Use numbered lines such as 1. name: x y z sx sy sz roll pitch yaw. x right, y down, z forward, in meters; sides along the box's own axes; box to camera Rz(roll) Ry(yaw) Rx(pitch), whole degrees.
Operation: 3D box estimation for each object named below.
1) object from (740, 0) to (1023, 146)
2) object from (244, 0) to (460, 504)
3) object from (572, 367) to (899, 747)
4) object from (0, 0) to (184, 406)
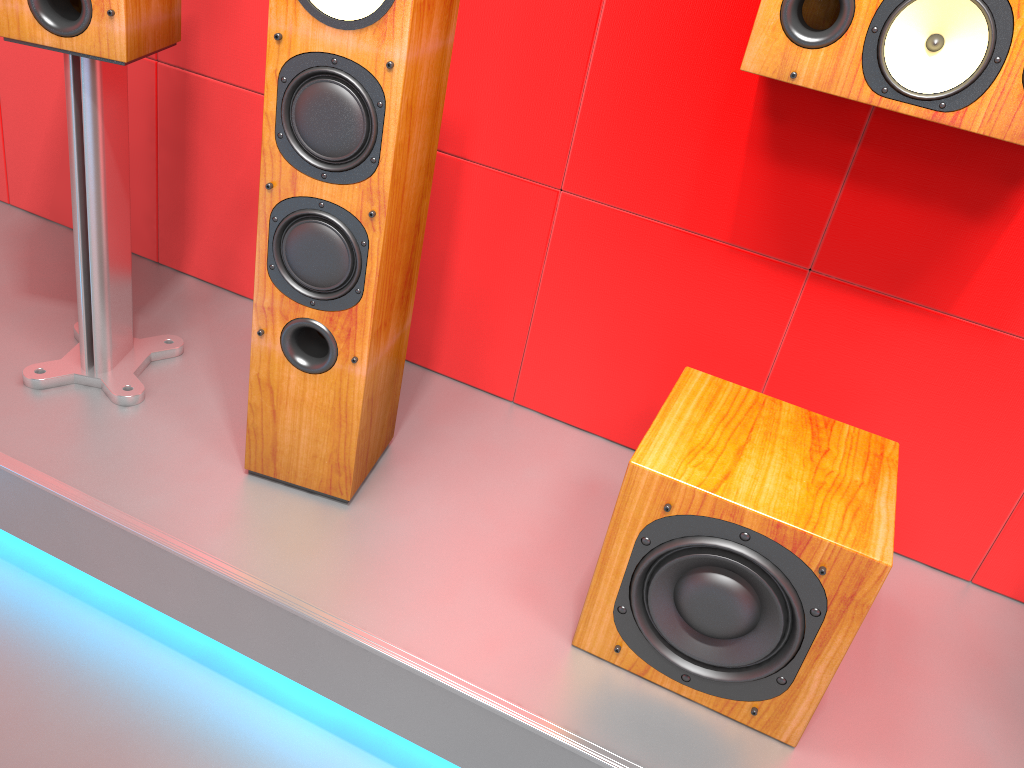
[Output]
1. object: 0.631 -0.541 1.288 0.493 0.271 0.235 21 30 15
2. object: -0.263 -0.306 1.430 0.203 1.052 0.238 16 30 6
3. object: 0.355 0.255 1.403 0.360 0.360 0.360 21 30 15
4. object: -0.728 -0.489 1.561 0.231 1.058 0.265 11 29 -3
